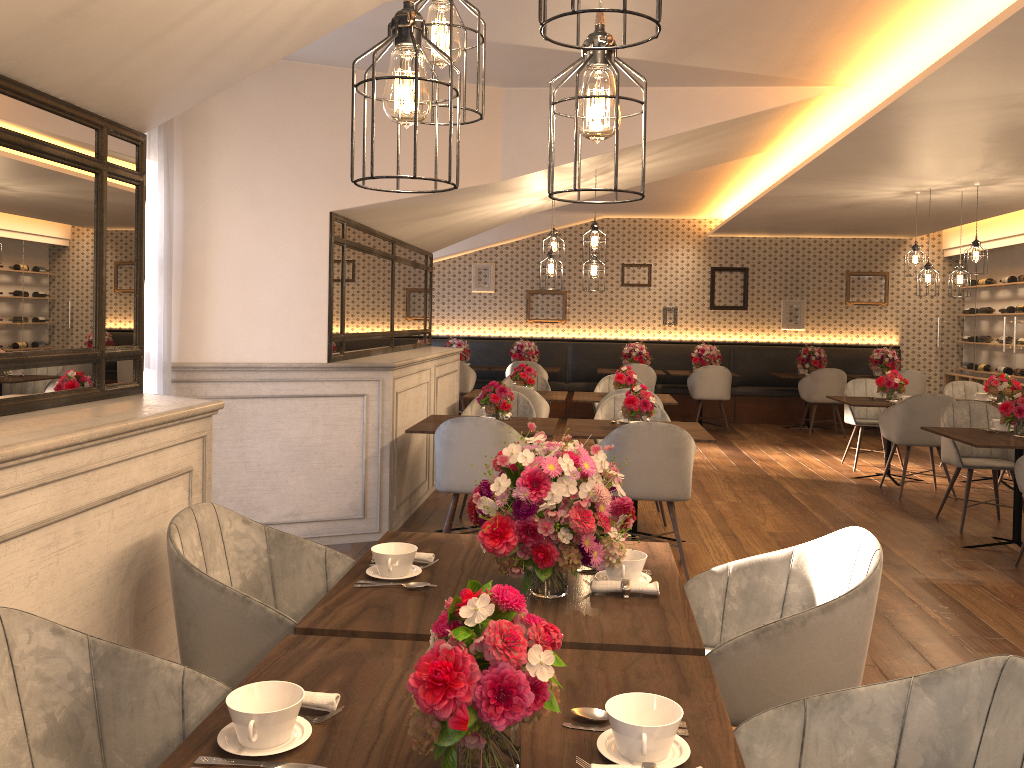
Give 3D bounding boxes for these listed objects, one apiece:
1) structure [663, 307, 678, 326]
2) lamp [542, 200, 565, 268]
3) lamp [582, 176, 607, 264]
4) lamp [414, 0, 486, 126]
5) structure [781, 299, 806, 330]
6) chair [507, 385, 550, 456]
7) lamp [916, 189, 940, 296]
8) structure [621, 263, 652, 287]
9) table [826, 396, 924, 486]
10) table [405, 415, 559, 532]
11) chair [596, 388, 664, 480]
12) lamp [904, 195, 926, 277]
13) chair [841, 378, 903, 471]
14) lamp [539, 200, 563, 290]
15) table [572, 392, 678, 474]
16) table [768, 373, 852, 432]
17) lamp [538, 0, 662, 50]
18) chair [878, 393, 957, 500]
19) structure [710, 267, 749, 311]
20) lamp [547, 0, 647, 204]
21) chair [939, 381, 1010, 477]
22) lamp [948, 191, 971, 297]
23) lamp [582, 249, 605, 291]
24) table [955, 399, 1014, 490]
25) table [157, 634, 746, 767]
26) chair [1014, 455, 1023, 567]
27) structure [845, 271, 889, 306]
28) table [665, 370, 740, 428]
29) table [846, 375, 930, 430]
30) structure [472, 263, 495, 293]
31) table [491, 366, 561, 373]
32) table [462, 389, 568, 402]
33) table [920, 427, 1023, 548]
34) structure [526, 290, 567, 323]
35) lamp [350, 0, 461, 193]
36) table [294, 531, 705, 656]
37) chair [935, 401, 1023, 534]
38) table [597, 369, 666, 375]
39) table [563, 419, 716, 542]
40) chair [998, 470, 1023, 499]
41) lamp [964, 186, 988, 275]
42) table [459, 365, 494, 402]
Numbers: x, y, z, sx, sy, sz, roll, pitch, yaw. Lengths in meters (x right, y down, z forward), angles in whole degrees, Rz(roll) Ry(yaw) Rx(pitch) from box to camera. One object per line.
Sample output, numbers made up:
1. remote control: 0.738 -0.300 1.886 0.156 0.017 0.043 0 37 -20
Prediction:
1. structure: 2.319 -0.988 12.968 0.216 0.277 0.018 1 1 5
2. lamp: 0.349 -1.968 7.051 0.175 2.069 0.175 1 1 7
3. lamp: 0.625 -1.921 6.493 0.175 2.069 0.175 1 1 7
4. lamp: -0.128 -1.589 1.821 0.175 2.069 0.175 1 1 7
5. structure: 4.067 -0.999 12.800 0.340 0.439 0.034 1 1 5
6. chair: 0.022 0.426 7.422 0.565 0.871 0.527 1 2 5
7. lamp: 3.769 -1.826 7.970 0.175 2.069 0.175 1 1 7
8. structure: 1.828 -1.597 13.006 0.449 0.344 0.016 1 1 5
9. table: 3.438 0.518 8.088 0.896 0.720 0.898 1 3 5
10. table: -0.168 0.620 5.781 0.896 0.720 0.898 1 3 5
11. chair: 0.977 0.451 7.335 0.565 0.871 0.527 1 2 5
12. lamp: 3.803 -2.043 8.294 0.175 2.069 0.175 1 1 7
13. chair: 3.553 0.397 8.736 0.565 0.871 0.527 1 2 5
14. lamp: 0.316 -1.751 6.727 0.175 2.069 0.175 1 1 7
15. table: 0.998 0.477 8.008 0.896 0.720 0.898 1 3 5
16. table: 3.976 0.245 11.903 0.896 0.720 0.898 1 3 5
17. lamp: 0.147 -1.542 1.264 0.175 2.069 0.175 1 1 7
18. chair: 3.417 0.492 7.415 0.565 0.871 0.527 1 2 5
19. structure: 3.159 -1.386 12.885 0.544 0.632 0.035 1 1 5
20. lamp: 0.173 -1.372 1.594 0.175 2.069 0.175 1 1 7
21. chair: 4.508 0.421 8.649 0.565 0.871 0.527 1 2 5
22. lamp: 4.104 -1.827 8.067 0.175 2.069 0.175 1 1 7
23. lamp: 0.651 -1.752 6.823 0.175 2.069 0.175 1 1 7
24. table: 4.394 0.543 8.001 0.896 0.720 0.898 1 3 5
25. table: -0.088 0.945 1.434 0.896 0.720 0.898 1 3 5
26. chair: 3.192 0.671 4.948 0.565 0.871 0.527 1 2 5
27. structure: 5.096 -1.367 12.700 0.601 0.485 0.032 1 1 5
28. table: 2.566 0.209 12.031 0.896 0.720 0.898 1 3 5
29. table: 4.932 0.270 11.816 0.896 0.720 0.898 1 3 5
30. structure: -0.427 -1.587 13.203 0.340 0.439 0.034 1 1 5
31. table: 0.201 0.147 12.247 0.896 0.720 0.898 1 3 5
32. table: 0.043 0.453 8.095 0.896 0.720 0.898 1 3 5
33. table: 3.213 0.697 5.620 0.896 0.720 0.898 1 3 5
34. structure: 0.511 -1.146 13.123 0.601 0.485 0.032 1 1 5
35. lamp: -0.162 -1.372 1.497 0.175 2.069 0.175 1 1 7
36. table: -0.003 0.877 2.369 0.896 0.720 0.898 1 3 5
37. chair: 3.328 0.576 6.269 0.565 0.871 0.527 1 2 5
38. table: 1.611 0.184 12.118 0.896 0.720 0.898 1 3 5
39. table: 0.787 0.645 5.693 0.896 0.720 0.898 1 3 5
40. chair: 4.372 0.517 7.328 0.565 0.871 0.527 1 2 5
41. lamp: 4.078 -1.997 7.737 0.175 2.069 0.175 1 1 7
42. table: -0.754 0.122 12.334 0.896 0.720 0.898 1 3 5
